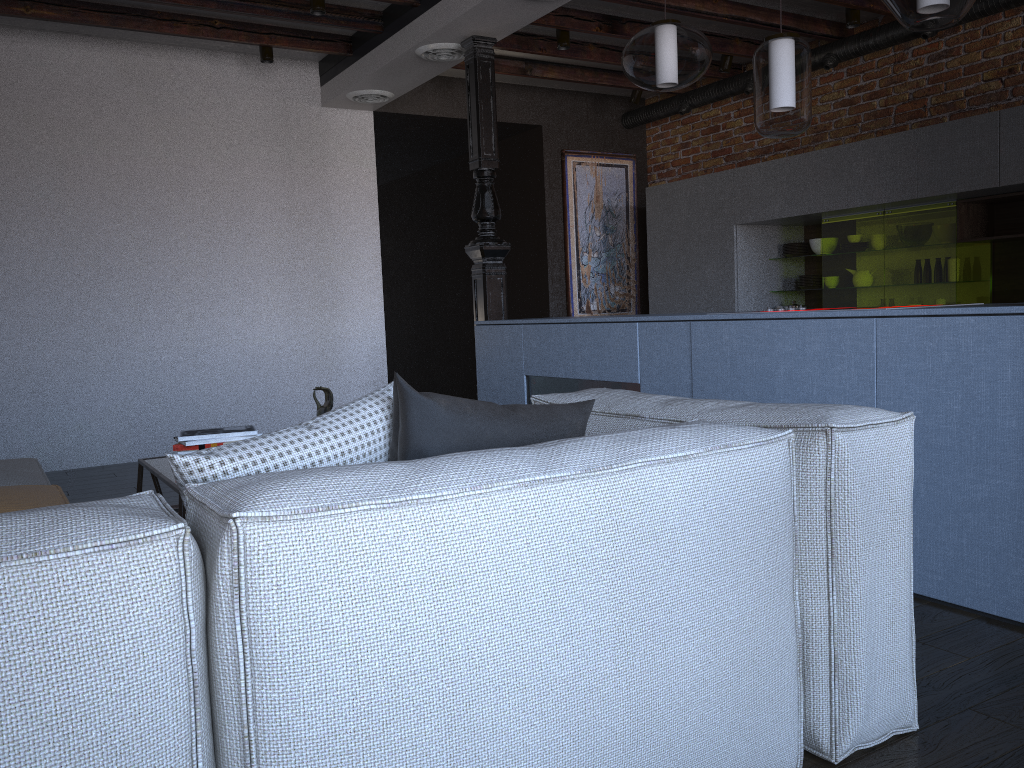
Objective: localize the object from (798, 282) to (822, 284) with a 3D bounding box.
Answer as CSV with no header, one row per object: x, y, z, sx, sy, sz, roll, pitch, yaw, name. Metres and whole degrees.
2.108,-0.702,6.251,0.180,0.027,0.180,0,5,27,object

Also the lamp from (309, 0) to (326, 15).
-1.062,-2.086,4.763,0.116,0.184,0.082,-1,5,19,lamp

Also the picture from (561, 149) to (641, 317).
0.782,-1.275,7.730,0.780,1.471,0.067,-5,6,-31,picture

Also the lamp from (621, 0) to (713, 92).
0.615,-1.521,3.566,0.364,0.665,0.364,2,7,42,lamp

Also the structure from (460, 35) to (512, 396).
-2.685,-0.361,1.969,0.481,2.395,8.510,2,6,40,structure

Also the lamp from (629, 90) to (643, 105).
1.004,-2.358,7.157,0.130,0.207,0.091,0,6,31,lamp

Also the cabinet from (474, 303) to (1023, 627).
0.840,0.132,3.659,0.607,0.844,2.959,-5,6,-31,cabinet

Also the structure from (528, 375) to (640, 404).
0.453,0.143,4.075,0.332,0.394,0.943,-5,6,-31,structure

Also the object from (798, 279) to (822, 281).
2.107,-0.723,6.249,0.180,0.027,0.180,0,5,27,object

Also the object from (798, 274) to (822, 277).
2.106,-0.755,6.246,0.180,0.027,0.180,0,5,27,object

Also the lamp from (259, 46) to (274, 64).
-1.575,-2.133,5.616,0.120,0.184,0.082,-2,5,11,lamp

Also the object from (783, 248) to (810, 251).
2.033,-0.949,6.337,0.180,0.027,0.180,0,5,27,object

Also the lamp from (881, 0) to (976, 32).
1.221,-1.425,2.571,0.367,0.747,0.367,0,5,22,lamp

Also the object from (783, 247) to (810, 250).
2.032,-0.960,6.336,0.180,0.027,0.180,0,5,27,object

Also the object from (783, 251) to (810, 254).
2.034,-0.928,6.339,0.180,0.027,0.180,0,5,27,object

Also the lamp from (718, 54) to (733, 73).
1.523,-2.314,6.307,0.116,0.201,0.087,0,6,27,lamp

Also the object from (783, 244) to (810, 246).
2.031,-0.981,6.334,0.180,0.027,0.180,0,5,27,object

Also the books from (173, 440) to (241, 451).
-1.049,0.209,3.156,0.239,0.023,0.190,-2,5,4,books

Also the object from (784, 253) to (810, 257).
2.034,-0.917,6.340,0.180,0.027,0.180,0,5,27,object

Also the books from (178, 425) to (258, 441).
-1.052,0.175,3.173,0.268,0.014,0.196,-4,5,-20,books

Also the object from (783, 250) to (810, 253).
2.033,-0.938,6.338,0.180,0.027,0.180,0,5,27,object

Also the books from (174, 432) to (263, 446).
-1.052,0.190,3.175,0.268,0.014,0.196,-5,5,-32,books

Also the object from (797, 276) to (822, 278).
2.106,-0.745,6.247,0.180,0.027,0.180,0,5,27,object

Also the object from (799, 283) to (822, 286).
2.108,-0.691,6.252,0.180,0.027,0.180,0,5,27,object

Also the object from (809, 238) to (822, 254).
2.159,-0.947,6.140,0.191,0.113,0.191,-4,5,-22,object

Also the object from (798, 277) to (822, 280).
2.106,-0.734,6.248,0.180,0.027,0.180,0,5,27,object

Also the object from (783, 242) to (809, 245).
2.031,-0.991,6.333,0.180,0.027,0.180,0,5,27,object

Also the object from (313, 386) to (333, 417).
-0.732,0.115,3.456,0.099,0.223,0.093,-2,5,9,object

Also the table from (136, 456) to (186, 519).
-0.825,0.453,3.094,0.842,0.389,0.848,-5,5,-31,table

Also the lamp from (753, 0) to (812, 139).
0.935,-1.350,3.085,0.195,0.956,0.197,-3,5,-1,lamp

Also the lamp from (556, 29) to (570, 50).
0.308,-2.211,5.580,0.121,0.184,0.082,-6,6,-39,lamp

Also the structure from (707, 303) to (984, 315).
1.139,-0.251,3.113,0.504,0.057,0.763,-5,5,-31,structure

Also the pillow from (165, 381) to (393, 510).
-0.376,0.205,1.575,0.250,0.402,0.543,2,6,41,pillow

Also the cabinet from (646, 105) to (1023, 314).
2.469,-0.567,5.425,0.713,1.809,4.173,-5,6,-31,cabinet

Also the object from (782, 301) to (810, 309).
2.007,-0.503,6.312,0.193,0.178,0.208,-2,5,11,object

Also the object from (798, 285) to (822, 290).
2.109,-0.680,6.253,0.180,0.027,0.180,0,5,27,object

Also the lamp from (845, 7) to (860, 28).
2.063,-2.272,5.403,0.110,0.184,0.082,0,6,31,lamp

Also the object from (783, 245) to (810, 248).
2.032,-0.970,6.335,0.180,0.027,0.180,0,5,27,object

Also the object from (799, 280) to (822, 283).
2.107,-0.712,6.250,0.180,0.027,0.180,0,5,27,object

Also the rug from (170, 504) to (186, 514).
-0.784,0.627,3.519,1.431,0.013,2.363,-5,5,-31,rug

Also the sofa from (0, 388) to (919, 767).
-1.064,0.399,2.528,2.535,0.698,3.300,-5,5,-31,sofa

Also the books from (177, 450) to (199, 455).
-1.052,0.229,3.181,0.251,0.023,0.209,-3,5,-11,books

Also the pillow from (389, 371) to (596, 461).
-0.075,0.167,1.725,0.538,0.417,0.238,-7,6,-41,pillow
